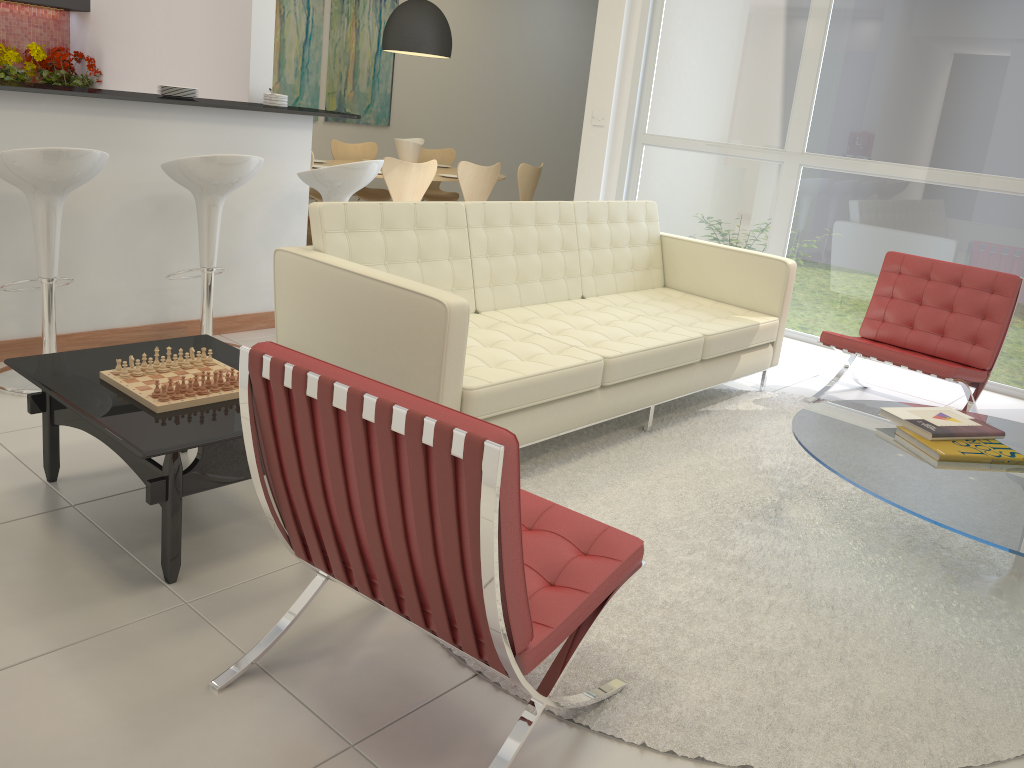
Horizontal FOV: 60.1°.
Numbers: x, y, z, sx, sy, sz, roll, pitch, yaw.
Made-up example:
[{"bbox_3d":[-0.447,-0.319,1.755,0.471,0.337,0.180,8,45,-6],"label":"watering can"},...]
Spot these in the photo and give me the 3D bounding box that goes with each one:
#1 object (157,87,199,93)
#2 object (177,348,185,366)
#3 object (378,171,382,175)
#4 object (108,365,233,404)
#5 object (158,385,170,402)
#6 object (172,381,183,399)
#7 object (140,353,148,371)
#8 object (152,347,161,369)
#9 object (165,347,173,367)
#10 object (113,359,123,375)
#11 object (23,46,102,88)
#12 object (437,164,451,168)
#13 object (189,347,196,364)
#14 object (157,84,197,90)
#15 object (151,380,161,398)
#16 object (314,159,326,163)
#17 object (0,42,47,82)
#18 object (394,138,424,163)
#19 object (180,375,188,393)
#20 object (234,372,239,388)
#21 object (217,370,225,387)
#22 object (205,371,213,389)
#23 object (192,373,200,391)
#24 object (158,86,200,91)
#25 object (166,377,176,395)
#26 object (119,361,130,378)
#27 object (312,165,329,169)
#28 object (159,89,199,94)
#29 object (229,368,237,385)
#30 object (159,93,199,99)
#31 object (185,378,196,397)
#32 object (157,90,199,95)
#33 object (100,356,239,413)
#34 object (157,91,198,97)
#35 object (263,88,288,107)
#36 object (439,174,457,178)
[{"bbox_3d":[-1.763,-1.549,4.678,0.210,0.015,0.213,5,17,-6],"label":"object"},{"bbox_3d":[-1.063,-0.089,2.840,0.030,0.054,0.030,-7,20,-41],"label":"object"},{"bbox_3d":[-1.059,-1.700,7.129,0.210,0.015,0.213,-1,19,-22],"label":"object"},{"bbox_3d":[-1.002,-0.016,2.714,0.353,0.001,0.348,21,22,38],"label":"object"},{"bbox_3d":[-0.990,0.025,2.517,0.030,0.043,0.030,-7,20,-40],"label":"object"},{"bbox_3d":[-0.963,0.015,2.546,0.030,0.051,0.030,-7,20,-41],"label":"object"},{"bbox_3d":[-1.143,-0.070,2.751,0.030,0.054,0.030,-7,20,-41],"label":"object"},{"bbox_3d":[-1.115,-0.084,2.779,0.030,0.068,0.030,-7,20,-41],"label":"object"},{"bbox_3d":[-1.089,-0.087,2.809,0.030,0.063,0.030,-7,20,-41],"label":"object"},{"bbox_3d":[-1.196,-0.053,2.693,0.030,0.043,0.030,-7,20,-40],"label":"object"},{"bbox_3d":[-3.272,-2.241,6.475,0.524,0.442,0.508,12,17,19],"label":"object"},{"bbox_3d":[-0.692,-2.114,8.590,0.211,0.015,0.212,12,18,17],"label":"object"},{"bbox_3d":[-1.036,-0.094,2.870,0.030,0.051,0.030,16,18,31],"label":"object"},{"bbox_3d":[-1.761,-1.562,4.675,0.210,0.015,0.213,5,17,-6],"label":"object"},{"bbox_3d":[-1.019,0.011,2.542,0.030,0.049,0.030,-7,20,-40],"label":"object"},{"bbox_3d":[-1.684,-1.893,7.524,0.210,0.015,0.213,-2,19,-26],"label":"object"},{"bbox_3d":[-3.549,-2.175,6.162,0.508,0.442,0.525,21,21,41],"label":"object"},{"bbox_3d":[-0.911,-2.025,7.788,0.271,0.276,0.265,3,16,-14],"label":"object"},{"bbox_3d":[-0.966,-0.001,2.601,0.030,0.049,0.030,-7,20,-40],"label":"object"},{"bbox_3d":[-0.829,-0.016,2.693,0.030,0.051,0.030,-7,20,-41],"label":"object"},{"bbox_3d":[-0.886,-0.019,2.689,0.030,0.049,0.030,-7,20,-40],"label":"object"},{"bbox_3d":[-0.912,-0.013,2.660,0.030,0.049,0.030,-7,20,-40],"label":"object"},{"bbox_3d":[-0.939,-0.007,2.630,0.030,0.049,0.030,-7,20,-40],"label":"object"},{"bbox_3d":[-1.762,-1.556,4.677,0.210,0.015,0.213,5,17,-6],"label":"object"},{"bbox_3d":[-0.992,0.005,2.571,0.030,0.049,0.030,-7,20,-40],"label":"object"},{"bbox_3d":[-1.167,-0.044,2.668,0.030,0.049,0.030,-7,20,-40],"label":"object"},{"bbox_3d":[-1.519,-1.720,7.027,0.210,0.015,0.213,-2,19,-26],"label":"object"},{"bbox_3d":[-1.763,-1.542,4.680,0.210,0.015,0.213,5,17,-6],"label":"object"},{"bbox_3d":[-0.859,-0.026,2.719,0.030,0.049,0.030,-7,20,-40],"label":"object"},{"bbox_3d":[-1.766,-1.522,4.685,0.210,0.015,0.213,5,17,-6],"label":"object"},{"bbox_3d":[-0.936,0.008,2.575,0.030,0.054,0.030,-7,20,-41],"label":"object"},{"bbox_3d":[-1.764,-1.536,4.682,0.210,0.015,0.213,5,17,-6],"label":"object"},{"bbox_3d":[-1.003,-0.006,2.716,0.363,0.021,0.362,21,22,38],"label":"object"},{"bbox_3d":[-1.765,-1.529,4.683,0.210,0.015,0.213,5,17,-6],"label":"object"},{"bbox_3d":[-1.402,-1.687,5.201,0.141,0.096,0.174,17,19,31],"label":"object"},{"bbox_3d":[-0.521,-1.768,7.544,0.210,0.015,0.213,5,17,-3],"label":"object"}]
